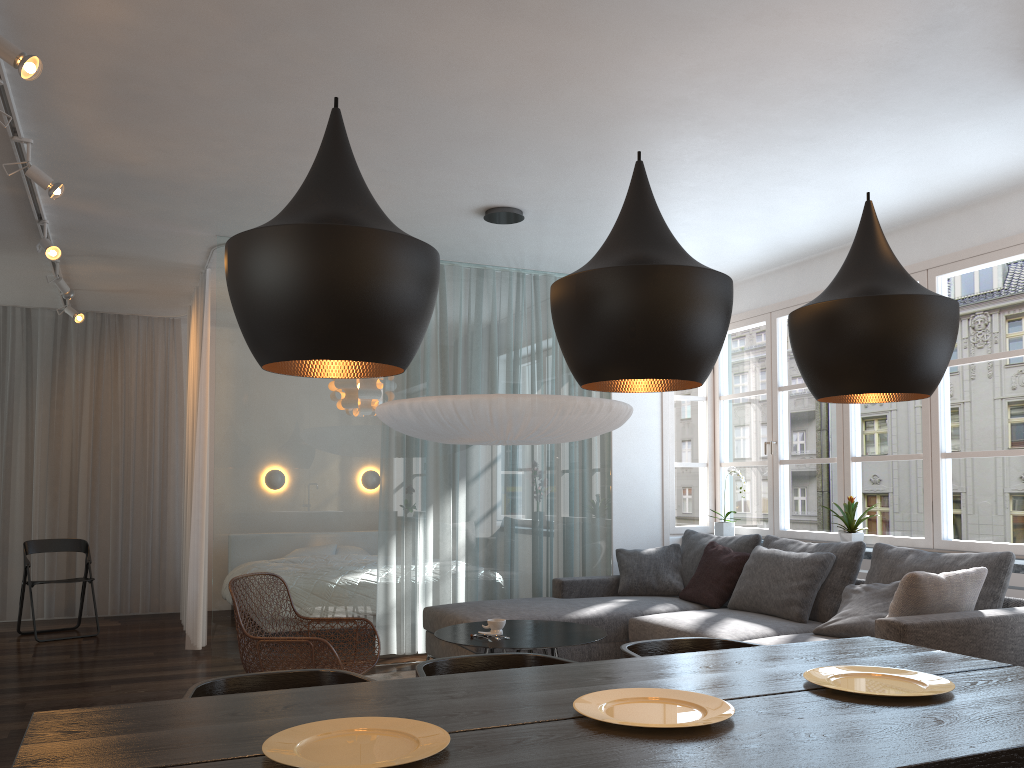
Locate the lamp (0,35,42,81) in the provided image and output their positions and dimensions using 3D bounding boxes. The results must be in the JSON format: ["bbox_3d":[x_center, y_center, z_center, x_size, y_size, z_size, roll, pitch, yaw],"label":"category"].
[{"bbox_3d":[-1.651,-1.110,2.846,0.251,0.238,0.085,1,-3,-18],"label":"lamp"}]

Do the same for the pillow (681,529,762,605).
[{"bbox_3d":[1.361,1.253,6.075,0.275,0.475,0.840,1,-6,-23],"label":"pillow"}]

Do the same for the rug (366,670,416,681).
[{"bbox_3d":[-0.097,1.701,4.420,2.845,0.012,2.846,6,-9,-44],"label":"rug"}]

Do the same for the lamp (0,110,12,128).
[{"bbox_3d":[-2.036,-1.048,3.352,0.085,0.239,0.251,-2,-5,32],"label":"lamp"}]

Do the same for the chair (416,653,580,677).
[{"bbox_3d":[-0.017,1.140,2.476,0.593,0.668,0.522,2,-5,-23],"label":"chair"}]

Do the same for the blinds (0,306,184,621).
[{"bbox_3d":[-3.855,0.704,7.909,1.809,2.724,0.153,1,-3,-22],"label":"blinds"}]

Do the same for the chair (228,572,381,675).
[{"bbox_3d":[-1.122,1.379,4.730,0.685,0.706,0.722,-1,-5,9],"label":"chair"}]

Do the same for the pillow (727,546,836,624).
[{"bbox_3d":[1.586,1.177,5.238,0.292,0.395,0.670,2,-6,-24],"label":"pillow"}]

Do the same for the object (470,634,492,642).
[{"bbox_3d":[-0.147,1.195,4.164,0.015,0.015,0.168,3,-7,-36],"label":"object"}]

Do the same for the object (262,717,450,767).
[{"bbox_3d":[-0.297,0.695,1.703,0.356,0.016,0.357,2,-7,-20],"label":"object"}]

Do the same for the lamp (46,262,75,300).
[{"bbox_3d":[-3.115,-0.718,6.108,0.085,0.239,0.252,0,-5,6],"label":"lamp"}]

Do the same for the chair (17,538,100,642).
[{"bbox_3d":[-3.670,1.653,7.172,0.502,0.771,0.563,4,-5,-44],"label":"chair"}]

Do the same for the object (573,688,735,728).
[{"bbox_3d":[0.314,0.726,1.972,0.357,0.016,0.357,6,-9,-43],"label":"object"}]

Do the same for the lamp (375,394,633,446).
[{"bbox_3d":[-0.043,0.236,5.087,1.470,0.209,1.479,-2,-7,13],"label":"lamp"}]

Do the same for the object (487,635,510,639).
[{"bbox_3d":[-0.063,1.203,4.212,0.124,0.010,0.026,-4,-8,32],"label":"object"}]

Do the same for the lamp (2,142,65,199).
[{"bbox_3d":[-2.156,-0.971,3.995,0.251,0.239,0.085,4,-5,-39],"label":"lamp"}]

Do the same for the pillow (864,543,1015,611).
[{"bbox_3d":[2.082,1.058,4.444,0.275,0.474,0.840,1,-6,-23],"label":"pillow"}]

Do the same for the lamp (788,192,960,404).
[{"bbox_3d":[0.931,-0.231,2.296,0.411,0.539,0.413,-1,-4,10],"label":"lamp"}]

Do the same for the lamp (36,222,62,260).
[{"bbox_3d":[-2.727,-0.831,5.163,0.251,0.239,0.085,-3,-4,32],"label":"lamp"}]

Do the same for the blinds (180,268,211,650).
[{"bbox_3d":[-2.549,0.613,7.110,0.154,2.723,1.816,1,-4,-22],"label":"blinds"}]

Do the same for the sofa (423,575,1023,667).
[{"bbox_3d":[0.943,1.424,4.870,2.041,0.668,3.083,3,-7,-24],"label":"sofa"}]

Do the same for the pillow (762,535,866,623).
[{"bbox_3d":[1.723,1.157,5.284,0.277,0.472,0.843,1,-6,-23],"label":"pillow"}]

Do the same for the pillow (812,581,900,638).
[{"bbox_3d":[1.813,1.119,4.455,0.445,0.319,0.493,5,-7,-42],"label":"pillow"}]

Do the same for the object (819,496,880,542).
[{"bbox_3d":[2.126,0.857,5.498,0.377,0.327,0.323,-4,-6,41],"label":"object"}]

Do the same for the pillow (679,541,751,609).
[{"bbox_3d":[1.321,1.242,5.778,0.311,0.401,0.523,2,-5,-22],"label":"pillow"}]

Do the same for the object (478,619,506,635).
[{"bbox_3d":[-0.098,1.185,4.305,0.139,0.069,0.092,1,-5,-12],"label":"object"}]

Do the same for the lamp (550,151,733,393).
[{"bbox_3d":[0.292,-0.264,2.015,0.412,0.539,0.412,-4,-6,42],"label":"lamp"}]

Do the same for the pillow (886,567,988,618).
[{"bbox_3d":[1.825,1.010,3.887,0.494,0.412,0.287,2,-5,-25],"label":"pillow"}]

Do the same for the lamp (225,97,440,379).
[{"bbox_3d":[-0.347,-0.296,1.733,0.411,0.539,0.412,-2,-4,24],"label":"lamp"}]

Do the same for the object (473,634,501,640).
[{"bbox_3d":[-0.119,1.199,4.197,0.164,0.016,0.025,-6,-8,41],"label":"object"}]

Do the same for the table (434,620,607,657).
[{"bbox_3d":[0.043,1.461,4.350,0.847,0.470,0.851,2,-6,-21],"label":"table"}]

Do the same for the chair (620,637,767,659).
[{"bbox_3d":[0.605,1.172,2.757,0.593,0.668,0.522,2,-5,-25],"label":"chair"}]

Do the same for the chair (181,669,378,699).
[{"bbox_3d":[-0.578,1.111,2.229,0.593,0.668,0.522,2,-5,-26],"label":"chair"}]

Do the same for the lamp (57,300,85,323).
[{"bbox_3d":[-3.540,-0.603,7.070,0.250,0.239,0.085,-1,-3,8],"label":"lamp"}]

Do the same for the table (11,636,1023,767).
[{"bbox_3d":[0.284,1.076,1.985,2.502,0.676,1.112,3,-6,-24],"label":"table"}]

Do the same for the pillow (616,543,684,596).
[{"bbox_3d":[0.965,1.309,6.228,0.515,0.358,0.348,-2,-5,15],"label":"pillow"}]

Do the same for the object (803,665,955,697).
[{"bbox_3d":[0.925,0.757,2.242,0.356,0.016,0.357,2,-7,-20],"label":"object"}]
